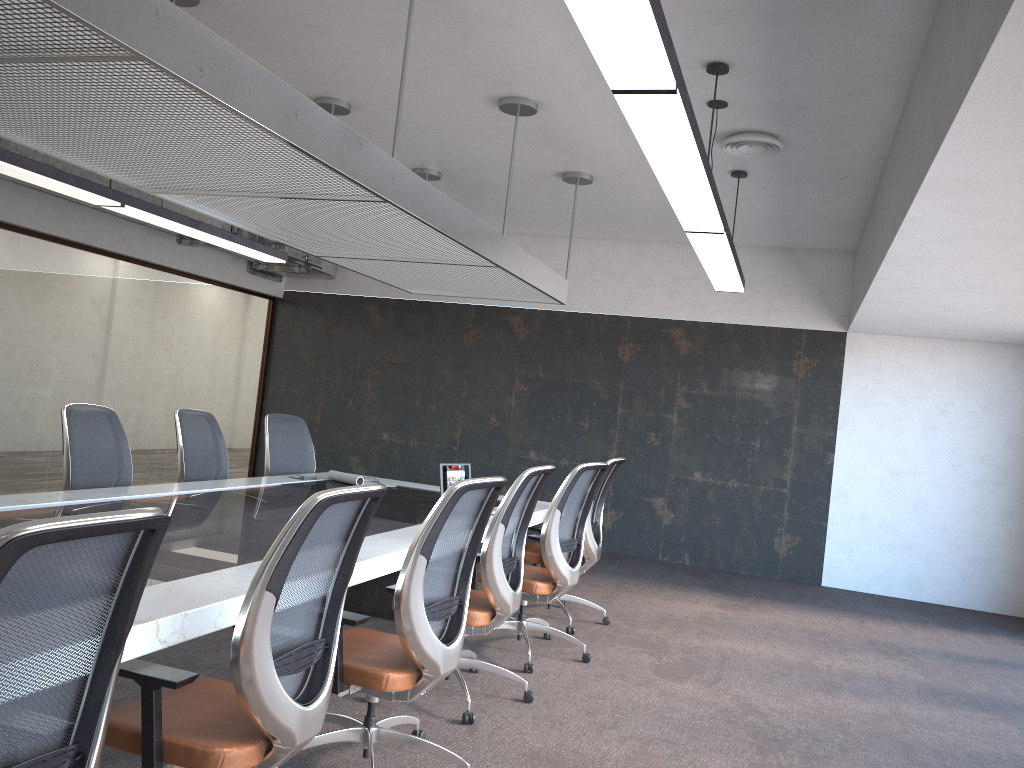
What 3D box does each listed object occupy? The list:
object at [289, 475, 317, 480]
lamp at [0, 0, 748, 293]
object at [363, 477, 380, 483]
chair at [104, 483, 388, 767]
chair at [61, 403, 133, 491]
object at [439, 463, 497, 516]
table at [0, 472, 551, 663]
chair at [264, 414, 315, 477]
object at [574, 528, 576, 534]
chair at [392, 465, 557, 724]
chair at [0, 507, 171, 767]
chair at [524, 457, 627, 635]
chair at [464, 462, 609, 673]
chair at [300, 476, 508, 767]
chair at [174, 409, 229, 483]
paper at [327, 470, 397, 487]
[{"bbox_3d":[-1.488,0.659,6.305,0.161,0.026,0.126,5,-2,32],"label":"object"},{"bbox_3d":[-1.090,-1.502,4.359,4.126,0.908,6.097,6,-2,18],"label":"lamp"},{"bbox_3d":[-1.076,0.708,6.554,0.200,0.036,0.049,7,-2,-35],"label":"object"},{"bbox_3d":[-0.819,0.814,2.500,0.828,1.166,0.789,7,-2,-18],"label":"chair"},{"bbox_3d":[-2.190,0.729,5.028,0.828,1.166,0.789,7,-2,-18],"label":"chair"},{"bbox_3d":[-0.239,0.648,5.486,0.308,0.277,0.366,6,-2,28],"label":"object"},{"bbox_3d":[-1.387,1.003,4.206,1.898,0.745,5.498,6,-2,18],"label":"table"},{"bbox_3d":[-1.571,0.846,6.814,0.828,1.166,0.789,6,-2,-3],"label":"chair"},{"bbox_3d":[0.377,1.013,6.101,0.138,0.308,0.378,6,-2,29],"label":"object"},{"bbox_3d":[-0.247,0.927,4.304,0.828,1.166,0.789,7,-2,-18],"label":"chair"},{"bbox_3d":[-1.105,0.758,1.599,0.828,1.166,0.789,7,-2,-18],"label":"chair"},{"bbox_3d":[0.325,1.039,6.108,0.828,1.166,0.789,7,-2,-18],"label":"chair"},{"bbox_3d":[0.104,0.989,5.187,0.828,1.166,0.789,7,-2,-7],"label":"chair"},{"bbox_3d":[-0.479,0.873,3.278,0.828,1.166,0.789,7,-2,-12],"label":"chair"},{"bbox_3d":[-1.904,0.786,5.930,0.828,1.166,0.789,7,-2,-18],"label":"chair"},{"bbox_3d":[-1.088,0.689,6.467,0.348,0.069,0.379,5,-2,43],"label":"paper"}]
